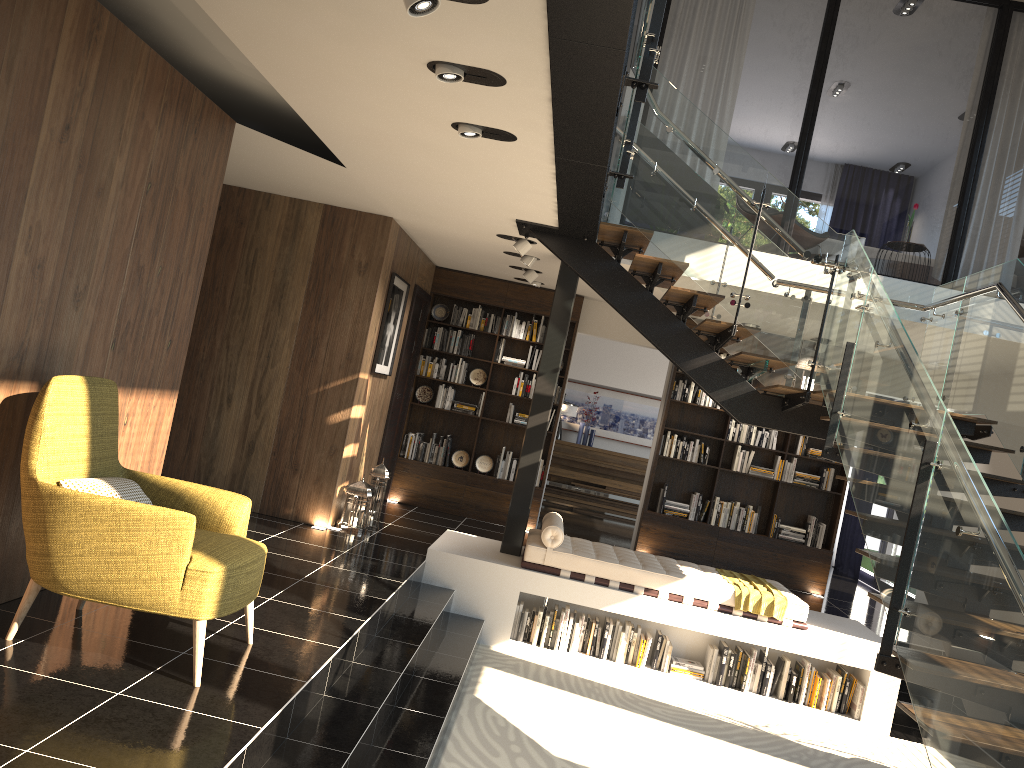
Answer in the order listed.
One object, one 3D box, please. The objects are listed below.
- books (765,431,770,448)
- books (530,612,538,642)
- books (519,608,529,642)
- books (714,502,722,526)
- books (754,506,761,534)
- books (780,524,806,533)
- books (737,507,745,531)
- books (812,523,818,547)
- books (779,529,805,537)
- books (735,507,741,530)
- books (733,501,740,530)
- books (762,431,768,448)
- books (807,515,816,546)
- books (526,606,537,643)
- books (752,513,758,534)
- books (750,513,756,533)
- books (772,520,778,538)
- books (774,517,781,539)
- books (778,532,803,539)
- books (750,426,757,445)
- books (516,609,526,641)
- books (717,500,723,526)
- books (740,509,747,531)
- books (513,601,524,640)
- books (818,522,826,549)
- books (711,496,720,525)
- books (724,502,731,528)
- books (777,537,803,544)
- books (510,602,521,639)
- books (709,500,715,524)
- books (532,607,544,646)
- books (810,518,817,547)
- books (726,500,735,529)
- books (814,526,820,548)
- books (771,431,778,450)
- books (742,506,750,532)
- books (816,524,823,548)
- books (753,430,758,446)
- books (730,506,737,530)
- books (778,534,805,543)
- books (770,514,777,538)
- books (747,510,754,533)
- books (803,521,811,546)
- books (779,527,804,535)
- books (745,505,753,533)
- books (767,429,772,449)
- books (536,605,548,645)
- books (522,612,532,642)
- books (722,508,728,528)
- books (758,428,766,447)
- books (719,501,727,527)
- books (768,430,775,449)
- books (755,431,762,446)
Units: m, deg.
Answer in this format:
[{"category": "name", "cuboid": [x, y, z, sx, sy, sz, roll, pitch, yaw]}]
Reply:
[{"category": "books", "cuboid": [2.807, 0.614, 9.813, 0.024, 0.187, 0.148, 12, -1, 4]}, {"category": "books", "cuboid": [0.178, 1.956, 7.136, 0.020, 0.225, 0.156, 12, -1, 4]}, {"category": "books", "cuboid": [0.097, 1.931, 7.117, 0.027, 0.241, 0.150, 12, -1, 4]}, {"category": "books", "cuboid": [2.264, 1.431, 9.809, 0.030, 0.262, 0.173, 12, -1, 4]}, {"category": "books", "cuboid": [2.703, 1.501, 9.801, 0.022, 0.307, 0.131, 12, 0, 4]}, {"category": "books", "cuboid": [3.076, 1.587, 9.759, 0.288, 0.030, 0.176, 12, -1, 8]}, {"category": "books", "cuboid": [2.512, 1.487, 9.795, 0.034, 0.255, 0.194, 12, -1, 4]}, {"category": "books", "cuboid": [3.312, 1.649, 9.750, 0.023, 0.267, 0.147, 12, 0, 4]}, {"category": "books", "cuboid": [3.066, 1.638, 9.762, 0.263, 0.024, 0.167, 12, -1, -1]}, {"category": "books", "cuboid": [2.483, 1.486, 9.789, 0.023, 0.246, 0.149, 12, -1, 4]}, {"category": "books", "cuboid": [2.463, 1.451, 9.804, 0.032, 0.306, 0.155, 12, 0, 4]}, {"category": "books", "cuboid": [2.780, 0.613, 9.804, 0.027, 0.179, 0.164, 12, -1, 4]}, {"category": "books", "cuboid": [3.265, 1.609, 9.742, 0.030, 0.326, 0.195, 12, -1, 4]}, {"category": "books", "cuboid": [0.157, 1.936, 7.144, 0.030, 0.256, 0.145, 12, 0, 4]}, {"category": "books", "cuboid": [2.670, 1.535, 9.792, 0.026, 0.227, 0.129, 12, 0, 4]}, {"category": "books", "cuboid": [2.645, 1.533, 9.794, 0.026, 0.221, 0.145, 12, -1, 4]}, {"category": "books", "cuboid": [2.882, 1.594, 9.768, 0.025, 0.199, 0.149, 12, -1, 4]}, {"category": "books", "cuboid": [2.910, 1.580, 9.758, 0.026, 0.238, 0.159, 12, -1, 4]}, {"category": "books", "cuboid": [3.061, 1.663, 9.775, 0.250, 0.026, 0.148, 12, -1, 0]}, {"category": "books", "cuboid": [2.660, 0.561, 9.805, 0.028, 0.231, 0.167, 12, -1, 4]}, {"category": "books", "cuboid": [0.070, 1.931, 7.116, 0.024, 0.229, 0.171, 12, -1, 4]}, {"category": "books", "cuboid": [2.293, 1.432, 9.825, 0.025, 0.274, 0.150, 12, 0, 4]}, {"category": "books", "cuboid": [2.542, 1.496, 9.795, 0.029, 0.250, 0.142, 12, 0, 4]}, {"category": "books", "cuboid": [0.054, 1.899, 7.132, 0.024, 0.286, 0.130, 12, 0, 4]}, {"category": "books", "cuboid": [3.378, 1.659, 9.728, 0.025, 0.274, 0.204, 12, -1, 4]}, {"category": "books", "cuboid": [2.237, 1.400, 9.801, 0.035, 0.312, 0.160, 12, 0, 4]}, {"category": "books", "cuboid": [2.374, 1.446, 9.816, 0.031, 0.280, 0.141, 12, 0, 4]}, {"category": "books", "cuboid": [3.049, 1.718, 9.772, 0.273, 0.025, 0.156, 12, -1, 1]}, {"category": "books", "cuboid": [0.029, 1.902, 7.149, 0.025, 0.270, 0.156, 12, 0, 4]}, {"category": "books", "cuboid": [2.204, 1.419, 9.837, 0.026, 0.263, 0.156, 12, -1, 4]}, {"category": "books", "cuboid": [0.207, 1.937, 7.104, 0.035, 0.273, 0.200, 12, -1, 4]}, {"category": "books", "cuboid": [3.291, 1.622, 9.742, 0.027, 0.311, 0.149, 12, 0, 4]}, {"category": "books", "cuboid": [2.407, 1.444, 9.813, 0.032, 0.298, 0.169, 12, 0, 4]}, {"category": "books", "cuboid": [3.330, 1.670, 9.746, 0.022, 0.234, 0.178, 12, -1, 4]}, {"category": "books", "cuboid": [2.897, 0.617, 9.816, 0.046, 0.219, 0.145, 12, -1, 4]}, {"category": "books", "cuboid": [2.572, 1.487, 9.787, 0.028, 0.280, 0.154, 12, 0, 4]}, {"category": "books", "cuboid": [3.354, 1.665, 9.736, 0.023, 0.254, 0.191, 12, -1, 4]}, {"category": "books", "cuboid": [2.680, 0.593, 9.824, 0.021, 0.176, 0.161, 12, -1, 4]}, {"category": "books", "cuboid": [2.429, 1.470, 9.787, 0.025, 0.255, 0.202, 12, -1, 4]}, {"category": "books", "cuboid": [3.055, 1.690, 9.763, 0.286, 0.030, 0.176, 12, -1, 2]}, {"category": "books", "cuboid": [2.865, 1.557, 9.783, 0.024, 0.264, 0.174, 12, -1, 4]}, {"category": "books", "cuboid": [2.620, 1.512, 9.776, 0.028, 0.250, 0.162, 12, -1, 4]}, {"category": "books", "cuboid": [3.230, 1.642, 9.742, 0.026, 0.247, 0.149, 12, -1, 4]}, {"category": "books", "cuboid": [3.071, 1.615, 9.773, 0.251, 0.026, 0.148, 12, -1, 0]}, {"category": "books", "cuboid": [2.600, 1.486, 9.791, 0.025, 0.294, 0.177, 12, -1, 4]}, {"category": "books", "cuboid": [2.836, 0.610, 9.838, 0.030, 0.208, 0.119, 12, 0, 4]}, {"category": "books", "cuboid": [0.244, 1.925, 7.129, 0.029, 0.314, 0.163, 12, 0, 4]}, {"category": "books", "cuboid": [0.123, 1.952, 7.143, 0.029, 0.211, 0.130, 12, -1, 4]}, {"category": "books", "cuboid": [2.340, 1.472, 9.807, 0.025, 0.214, 0.170, 12, -1, 4]}, {"category": "books", "cuboid": [2.761, 0.565, 9.813, 0.032, 0.265, 0.149, 12, 0, 4]}, {"category": "books", "cuboid": [2.318, 1.436, 9.798, 0.030, 0.276, 0.160, 12, 0, 4]}, {"category": "books", "cuboid": [2.863, 0.609, 9.817, 0.024, 0.220, 0.148, 12, -1, 4]}, {"category": "books", "cuboid": [2.713, 0.603, 9.824, 0.047, 0.171, 0.167, 12, -1, 4]}]
